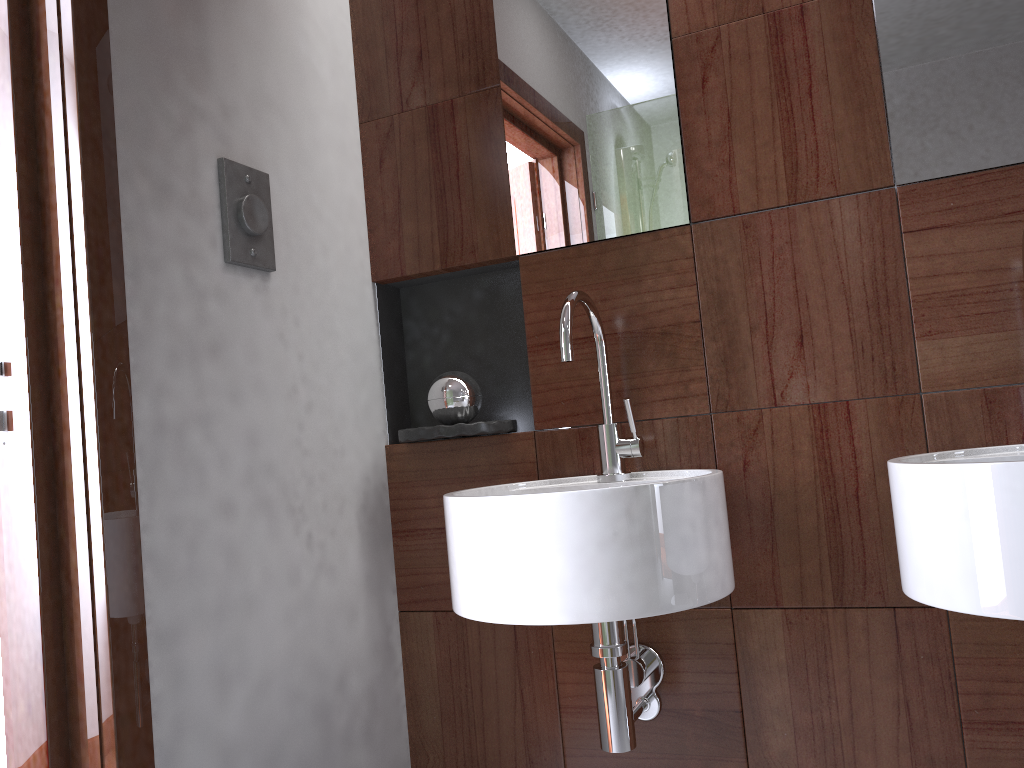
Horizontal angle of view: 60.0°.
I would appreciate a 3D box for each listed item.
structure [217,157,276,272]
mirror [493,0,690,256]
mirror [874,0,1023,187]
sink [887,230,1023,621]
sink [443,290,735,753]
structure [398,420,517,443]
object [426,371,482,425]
[{"bbox_3d":[-0.416,-0.266,1.405,0.028,0.164,0.109,-7,-4,24],"label":"structure"},{"bbox_3d":[0.125,-0.565,1.565,0.316,0.635,0.010,-7,-4,24],"label":"mirror"},{"bbox_3d":[0.701,-0.635,1.311,0.316,0.635,0.010,-7,-4,24],"label":"mirror"},{"bbox_3d":[0.684,0.135,1.073,0.415,0.715,0.417,-7,-4,24],"label":"sink"},{"bbox_3d":[0.109,0.205,1.325,0.415,0.715,0.417,-7,-4,24],"label":"sink"},{"bbox_3d":[-0.100,0.088,1.650,0.222,0.023,0.220,-4,-4,-16],"label":"structure"},{"bbox_3d":[0.461,-0.041,1.391,1.350,0.104,0.104,-7,-4,24],"label":"object"}]
